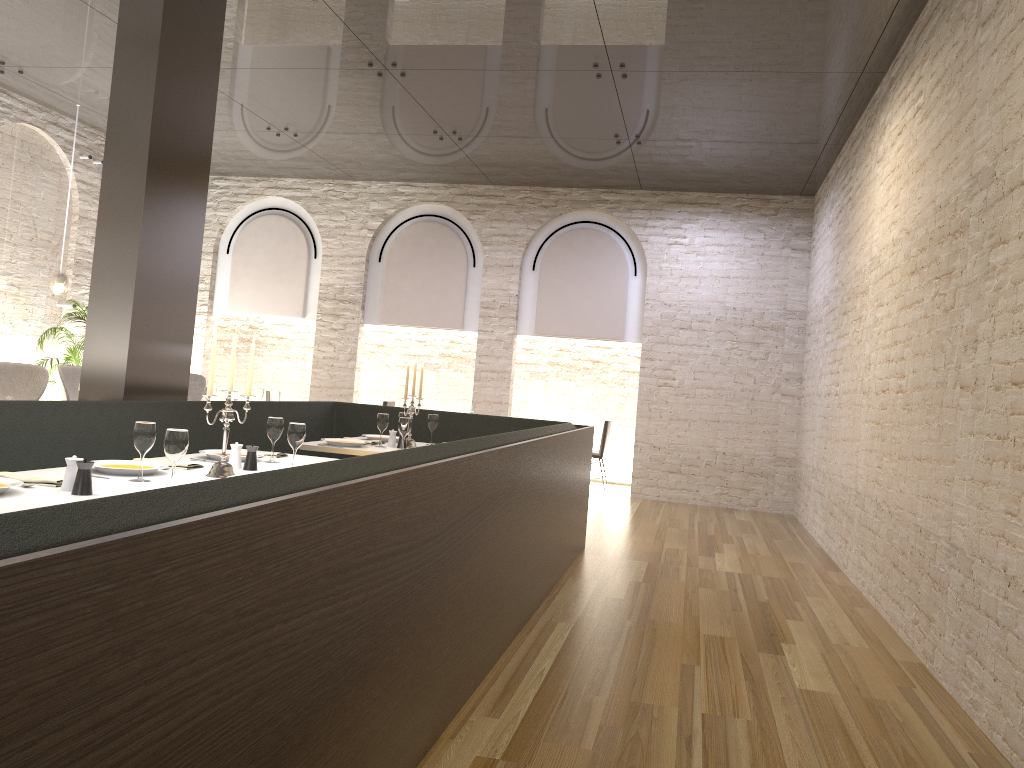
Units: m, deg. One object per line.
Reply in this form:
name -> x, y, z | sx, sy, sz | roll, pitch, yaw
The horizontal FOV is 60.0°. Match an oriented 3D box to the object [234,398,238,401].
object -> -3.097, 0.212, 9.922 | 0.059, 0.110, 0.059 | 7, -3, -43

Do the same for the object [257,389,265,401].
object -> -2.886, 0.171, 10.166 | 0.086, 0.231, 0.086 | 3, -3, 42

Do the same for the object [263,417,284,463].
object -> -1.221, 0.287, 4.539 | 0.086, 0.231, 0.086 | 4, -3, 24

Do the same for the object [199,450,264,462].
object -> -1.429, 0.369, 4.515 | 0.322, 0.036, 0.321 | 5, 0, 7

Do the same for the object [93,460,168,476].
object -> -1.601, 0.352, 3.684 | 0.322, 0.036, 0.321 | 5, 0, 32

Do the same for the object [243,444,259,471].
object -> -1.214, 0.343, 4.127 | 0.069, 0.127, 0.068 | 5, -2, 6

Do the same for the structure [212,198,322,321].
structure -> -3.352, -1.760, 12.329 | 1.634, 1.678, 0.097 | 4, -3, 12

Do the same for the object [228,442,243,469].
object -> -1.294, 0.336, 4.147 | 0.069, 0.127, 0.068 | 5, -2, 6

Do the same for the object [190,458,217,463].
object -> -1.481, 0.374, 4.310 | 0.185, 0.010, 0.017 | 5, -1, 12

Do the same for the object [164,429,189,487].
object -> -1.231, 0.281, 3.230 | 0.086, 0.231, 0.086 | 6, -3, -36

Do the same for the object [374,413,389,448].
object -> -0.897, 0.319, 6.106 | 0.086, 0.231, 0.086 | 7, -3, -42

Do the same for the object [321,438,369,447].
object -> -1.128, 0.399, 5.972 | 0.321, 0.036, 0.321 | 5, 0, -12

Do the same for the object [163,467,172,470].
object -> -1.567, 0.363, 3.891 | 0.181, 0.015, 0.038 | 5, -1, 13

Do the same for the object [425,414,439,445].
object -> -0.604, 0.346, 6.699 | 0.086, 0.231, 0.086 | 5, -2, -18

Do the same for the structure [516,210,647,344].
structure -> 0.923, -1.411, 11.426 | 1.634, 1.678, 0.097 | 4, -3, 12

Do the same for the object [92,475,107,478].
object -> -1.655, 0.357, 3.469 | 0.185, 0.010, 0.017 | 5, -1, 12

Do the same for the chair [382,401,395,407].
chair -> -2.013, 0.675, 12.617 | 0.566, 0.907, 0.411 | 4, -2, 12

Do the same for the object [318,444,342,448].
object -> -1.178, 0.405, 5.772 | 0.185, 0.010, 0.017 | 5, -1, 12

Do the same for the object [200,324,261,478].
object -> -1.218, 0.069, 3.815 | 0.132, 0.658, 0.389 | 4, -2, 23

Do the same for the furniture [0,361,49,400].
furniture -> -4.724, 0.332, 6.075 | 0.709, 1.099, 4.467 | 4, 0, 12

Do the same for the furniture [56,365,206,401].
furniture -> -3.980, 0.406, 9.669 | 0.707, 1.099, 2.579 | 4, -1, 12

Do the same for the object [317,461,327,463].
object -> -0.810, 0.419, 4.383 | 0.322, 0.036, 0.321 | 5, 0, 7

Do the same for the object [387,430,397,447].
object -> -0.836, 0.382, 6.193 | 0.068, 0.127, 0.069 | 6, -3, -36

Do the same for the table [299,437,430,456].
table -> -0.802, 0.824, 6.256 | 1.101, 0.761, 1.186 | 4, -1, 12

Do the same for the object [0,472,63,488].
object -> -1.725, 0.347, 3.217 | 0.273, 0.033, 0.142 | 5, 0, 12

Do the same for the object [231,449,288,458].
object -> -1.385, 0.381, 4.863 | 0.273, 0.033, 0.142 | 5, 0, 12

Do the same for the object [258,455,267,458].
object -> -1.393, 0.381, 4.731 | 0.181, 0.015, 0.038 | 5, -1, 13

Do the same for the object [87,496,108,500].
object -> -1.150, 0.385, 2.743 | 0.321, 0.036, 0.321 | 5, 0, -12

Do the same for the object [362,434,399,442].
object -> -0.977, 0.414, 6.702 | 0.322, 0.036, 0.321 | 5, 0, 7

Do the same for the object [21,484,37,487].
object -> -1.733, 0.346, 3.086 | 0.181, 0.015, 0.038 | 5, -1, 13

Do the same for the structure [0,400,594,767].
structure -> -1.608, 0.622, 2.219 | 2.373, 1.002, 10.727 | 5, 0, 12

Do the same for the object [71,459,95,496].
object -> -1.461, 0.318, 3.023 | 0.069, 0.127, 0.068 | 3, -3, 43

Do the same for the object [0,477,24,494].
object -> -1.768, 0.335, 2.875 | 0.321, 0.036, 0.321 | 5, 0, 10

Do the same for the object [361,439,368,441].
object -> -1.022, 0.420, 6.530 | 0.185, 0.010, 0.017 | 5, -1, 12

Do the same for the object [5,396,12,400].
object -> -3.777, 0.144, 6.636 | 0.059, 0.110, 0.059 | 5, -2, 3

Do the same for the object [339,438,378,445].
object -> -1.098, 0.410, 6.253 | 0.273, 0.033, 0.142 | 5, 0, 12

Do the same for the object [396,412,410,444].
object -> -0.805, 0.328, 6.551 | 0.086, 0.231, 0.086 | 7, -3, -42

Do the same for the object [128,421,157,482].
object -> -1.443, 0.264, 3.464 | 0.086, 0.231, 0.086 | 4, -2, 12

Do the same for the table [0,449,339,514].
table -> -1.319, 0.772, 3.757 | 1.101, 0.761, 2.534 | 4, 0, 12

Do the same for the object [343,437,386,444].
object -> -1.066, 0.413, 6.404 | 0.273, 0.033, 0.142 | 5, 0, 12

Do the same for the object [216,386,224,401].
object -> -3.226, 0.141, 9.776 | 0.086, 0.231, 0.086 | 3, -3, 42

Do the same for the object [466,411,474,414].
object -> -0.401, 0.368, 8.224 | 0.086, 0.231, 0.086 | 3, -3, 42

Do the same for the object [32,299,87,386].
object -> -4.682, -0.081, 9.821 | 1.144, 1.978, 1.187 | 5, -2, -8

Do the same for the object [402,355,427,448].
object -> -0.706, 0.121, 6.292 | 0.132, 0.658, 0.389 | 4, -2, 23

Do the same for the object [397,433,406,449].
object -> -0.762, 0.388, 6.153 | 0.068, 0.127, 0.069 | 6, -3, -36

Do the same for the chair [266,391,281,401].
chair -> -3.293, 0.571, 12.888 | 0.566, 0.907, 0.411 | 4, -2, 12

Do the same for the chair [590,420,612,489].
chair -> 1.028, 0.923, 11.974 | 0.566, 0.907, 0.411 | 4, -2, 12

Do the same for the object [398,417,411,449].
object -> -0.705, 0.334, 5.772 | 0.086, 0.231, 0.086 | 7, -3, -42

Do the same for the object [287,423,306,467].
object -> -1.029, 0.301, 4.205 | 0.086, 0.231, 0.086 | 4, -3, 24

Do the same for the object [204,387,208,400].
object -> -3.114, 0.148, 9.064 | 0.086, 0.231, 0.086 | 3, -3, 42

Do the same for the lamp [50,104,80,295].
lamp -> -4.699, -1.953, 9.391 | 0.177, 2.045, 0.177 | 5, -3, -9

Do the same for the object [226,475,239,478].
object -> -0.982, 0.402, 3.551 | 0.322, 0.036, 0.321 | 5, 0, 32

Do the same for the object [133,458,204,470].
object -> -1.559, 0.364, 4.022 | 0.273, 0.033, 0.142 | 5, 0, 12

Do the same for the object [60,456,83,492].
object -> -1.531, 0.313, 3.088 | 0.069, 0.127, 0.068 | 3, -3, 35

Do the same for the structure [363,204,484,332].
structure -> -1.146, -1.580, 11.863 | 1.634, 1.678, 0.097 | 4, -3, 12
